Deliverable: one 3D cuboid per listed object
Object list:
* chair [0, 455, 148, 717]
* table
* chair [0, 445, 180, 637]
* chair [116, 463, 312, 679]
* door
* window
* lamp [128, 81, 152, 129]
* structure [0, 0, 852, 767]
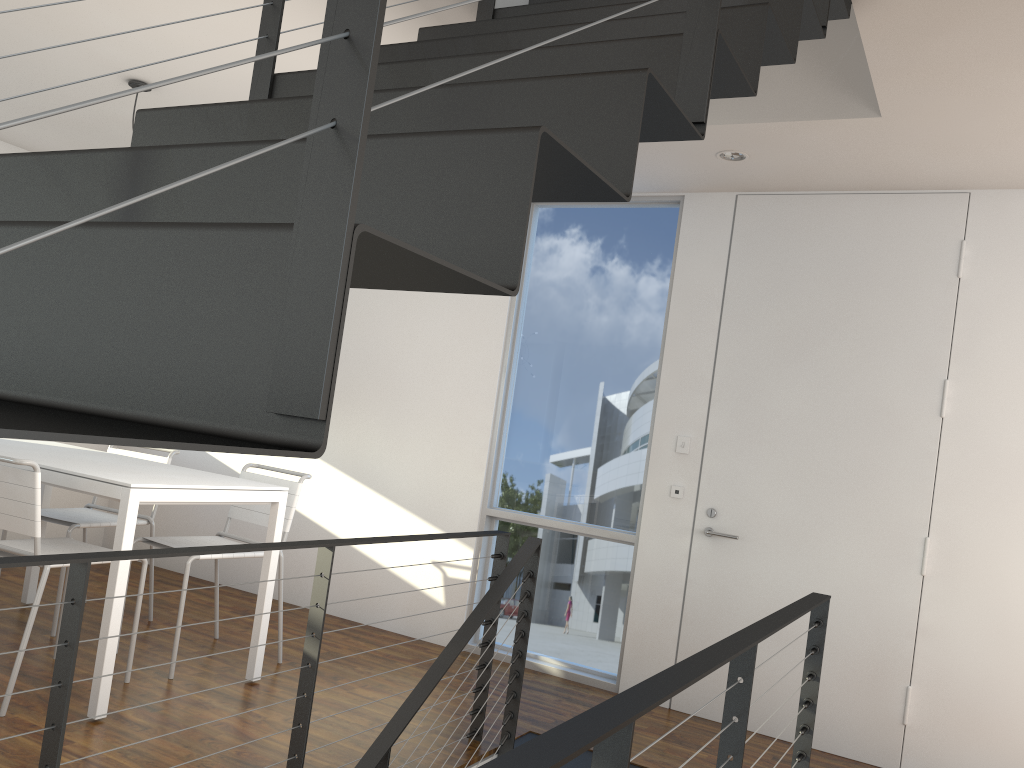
[{"bbox_3d":[-1.562,0.614,2.935,0.427,0.764,0.556,7,-3,25],"label":"chair"},{"bbox_3d":[-1.660,0.639,3.336,1.398,0.719,0.702,6,-3,28],"label":"table"},{"bbox_3d":[-1.828,0.633,3.846,0.427,0.764,0.556,7,-3,23],"label":"chair"},{"bbox_3d":[-1.174,0.705,3.534,0.427,0.764,0.556,6,-3,35],"label":"chair"},{"bbox_3d":[1.187,0.314,3.510,0.880,2.183,0.077,7,-2,28],"label":"door"},{"bbox_3d":[0.296,0.230,4.101,0.834,2.210,0.115,7,-2,28],"label":"window"},{"bbox_3d":[-1.496,-0.809,3.445,0.620,0.725,0.589,10,-3,-40],"label":"lamp"},{"bbox_3d":[-0.413,0.578,1.244,1.092,6.291,4.371,7,-3,28],"label":"structure"}]
